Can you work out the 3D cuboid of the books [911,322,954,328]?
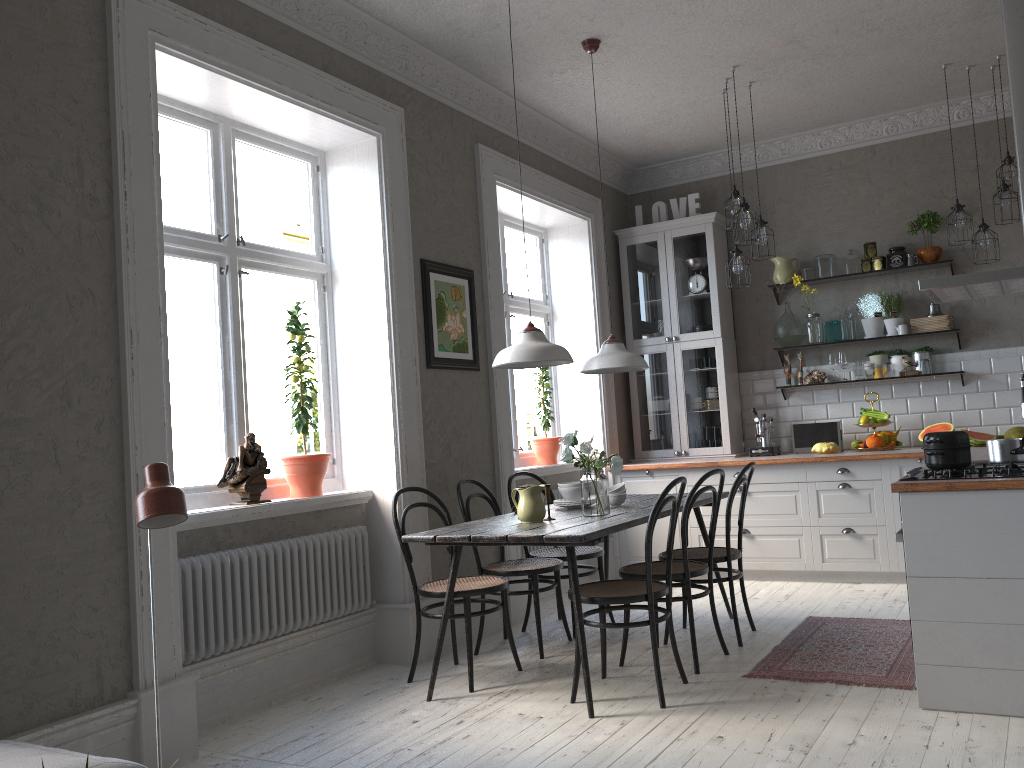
[{"bbox_3d":[3.027,-0.419,6.380,0.256,0.011,0.161,-6,-4,36],"label":"books"}]

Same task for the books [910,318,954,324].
[{"bbox_3d":[3.025,-0.451,6.382,0.255,0.016,0.161,-7,-5,42],"label":"books"}]

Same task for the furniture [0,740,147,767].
[{"bbox_3d":[-1.259,1.091,1.830,0.573,0.476,0.843,-6,-4,30],"label":"furniture"}]

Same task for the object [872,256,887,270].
[{"bbox_3d":[2.709,-0.879,6.527,0.081,0.113,0.084,-7,-4,40],"label":"object"}]

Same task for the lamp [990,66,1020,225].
[{"bbox_3d":[3.111,-1.898,5.710,0.148,1.734,0.145,-3,-3,-18],"label":"lamp"}]

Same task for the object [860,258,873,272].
[{"bbox_3d":[2.636,-0.872,6.573,0.081,0.113,0.084,-6,-4,30],"label":"object"}]

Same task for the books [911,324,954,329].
[{"bbox_3d":[3.028,-0.408,6.380,0.255,0.016,0.161,-7,-4,39],"label":"books"}]

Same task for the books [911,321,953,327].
[{"bbox_3d":[3.026,-0.430,6.381,0.256,0.011,0.161,-6,-4,32],"label":"books"}]

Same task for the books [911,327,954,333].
[{"bbox_3d":[3.029,-0.387,6.379,0.256,0.011,0.161,-6,-4,36],"label":"books"}]

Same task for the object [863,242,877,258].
[{"bbox_3d":[2.651,-0.986,6.552,0.082,0.113,0.083,-4,-3,10],"label":"object"}]

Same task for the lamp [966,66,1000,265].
[{"bbox_3d":[2.956,-1.637,5.669,0.146,1.734,0.147,-4,-3,2],"label":"lamp"}]

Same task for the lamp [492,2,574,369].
[{"bbox_3d":[0.036,-1.008,4.134,0.385,1.858,0.373,-2,-3,-23],"label":"lamp"}]

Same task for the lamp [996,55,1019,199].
[{"bbox_3d":[3.050,-2.032,5.549,0.146,1.734,0.147,-4,-3,2],"label":"lamp"}]

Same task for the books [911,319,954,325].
[{"bbox_3d":[3.026,-0.440,6.382,0.256,0.011,0.161,-6,-4,36],"label":"books"}]

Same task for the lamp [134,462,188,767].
[{"bbox_3d":[-0.729,0.582,1.816,0.140,0.839,0.247,-2,-4,-24],"label":"lamp"}]

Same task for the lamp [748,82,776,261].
[{"bbox_3d":[1.551,-1.665,5.700,0.145,1.734,0.148,-5,-3,17],"label":"lamp"}]

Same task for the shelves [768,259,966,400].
[{"bbox_3d":[2.624,-0.357,6.600,1.292,0.923,0.233,-6,-4,29],"label":"shelves"}]

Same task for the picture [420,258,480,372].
[{"bbox_3d":[-0.351,-0.389,5.157,0.019,0.619,0.531,-6,-4,31],"label":"picture"}]

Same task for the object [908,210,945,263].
[{"bbox_3d":[3.004,-1.052,6.367,0.246,0.397,0.256,-1,-4,-35],"label":"object"}]

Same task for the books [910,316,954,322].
[{"bbox_3d":[3.024,-0.462,6.383,0.255,0.016,0.161,-7,-4,39],"label":"books"}]

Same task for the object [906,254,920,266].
[{"bbox_3d":[2.884,-0.892,6.372,0.091,0.096,0.076,-6,-4,30],"label":"object"}]

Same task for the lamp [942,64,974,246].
[{"bbox_3d":[2.769,-1.750,5.620,0.149,1.734,0.144,-2,-4,-28],"label":"lamp"}]

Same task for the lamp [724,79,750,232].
[{"bbox_3d":[1.366,-1.839,5.626,0.145,1.734,0.148,-5,-3,17],"label":"lamp"}]

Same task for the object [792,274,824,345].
[{"bbox_3d":[2.234,-0.568,6.691,0.189,0.540,0.285,-5,-3,22],"label":"object"}]

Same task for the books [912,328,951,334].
[{"bbox_3d":[3.030,-0.375,6.378,0.256,0.011,0.161,-6,-4,32],"label":"books"}]

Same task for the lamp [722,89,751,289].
[{"bbox_3d":[1.414,-1.492,5.779,0.147,1.734,0.146,-4,-3,-3],"label":"lamp"}]

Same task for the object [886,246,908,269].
[{"bbox_3d":[2.837,-0.920,6.514,0.139,0.174,0.144,-6,-4,30],"label":"object"}]

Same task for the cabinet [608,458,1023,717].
[{"bbox_3d":[2.138,0.868,5.156,2.008,0.854,4.153,-3,-3,-13],"label":"cabinet"}]

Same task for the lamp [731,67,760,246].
[{"bbox_3d":[1.374,-1.720,5.434,0.148,1.734,0.145,-3,-3,-13],"label":"lamp"}]

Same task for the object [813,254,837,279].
[{"bbox_3d":[2.382,-0.881,6.724,0.174,0.184,0.169,-3,-4,-21],"label":"object"}]

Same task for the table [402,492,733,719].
[{"bbox_3d":[0.415,1.013,4.518,0.888,0.735,1.955,-6,-4,30],"label":"table"}]

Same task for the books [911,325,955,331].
[{"bbox_3d":[3.029,-0.397,6.379,0.255,0.016,0.161,-7,-5,42],"label":"books"}]

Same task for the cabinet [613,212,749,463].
[{"bbox_3d":[1.364,-0.330,7.151,0.863,1.920,0.395,-6,-4,29],"label":"cabinet"}]

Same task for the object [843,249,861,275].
[{"bbox_3d":[2.583,-0.912,6.722,0.141,0.220,0.139,-3,-3,-11],"label":"object"}]

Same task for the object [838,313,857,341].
[{"bbox_3d":[2.499,-0.422,6.602,0.127,0.206,0.122,-1,-4,-37],"label":"object"}]

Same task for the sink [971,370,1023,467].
[{"bbox_3d":[2.333,0.256,4.123,0.518,0.720,0.495,-6,-4,30],"label":"sink"}]

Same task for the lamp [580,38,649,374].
[{"bbox_3d":[0.502,-0.993,4.916,0.371,1.858,0.387,-6,-4,37],"label":"lamp"}]

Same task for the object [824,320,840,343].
[{"bbox_3d":[2.441,-0.393,6.739,0.123,0.172,0.128,-6,-4,33],"label":"object"}]

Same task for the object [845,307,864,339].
[{"bbox_3d":[2.595,-0.450,6.724,0.129,0.264,0.134,-6,-4,35],"label":"object"}]

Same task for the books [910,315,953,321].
[{"bbox_3d":[3.024,-0.472,6.383,0.256,0.011,0.161,-6,-4,36],"label":"books"}]

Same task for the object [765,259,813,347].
[{"bbox_3d":[2.104,-0.620,6.817,0.334,0.674,0.337,-4,-3,-2],"label":"object"}]
